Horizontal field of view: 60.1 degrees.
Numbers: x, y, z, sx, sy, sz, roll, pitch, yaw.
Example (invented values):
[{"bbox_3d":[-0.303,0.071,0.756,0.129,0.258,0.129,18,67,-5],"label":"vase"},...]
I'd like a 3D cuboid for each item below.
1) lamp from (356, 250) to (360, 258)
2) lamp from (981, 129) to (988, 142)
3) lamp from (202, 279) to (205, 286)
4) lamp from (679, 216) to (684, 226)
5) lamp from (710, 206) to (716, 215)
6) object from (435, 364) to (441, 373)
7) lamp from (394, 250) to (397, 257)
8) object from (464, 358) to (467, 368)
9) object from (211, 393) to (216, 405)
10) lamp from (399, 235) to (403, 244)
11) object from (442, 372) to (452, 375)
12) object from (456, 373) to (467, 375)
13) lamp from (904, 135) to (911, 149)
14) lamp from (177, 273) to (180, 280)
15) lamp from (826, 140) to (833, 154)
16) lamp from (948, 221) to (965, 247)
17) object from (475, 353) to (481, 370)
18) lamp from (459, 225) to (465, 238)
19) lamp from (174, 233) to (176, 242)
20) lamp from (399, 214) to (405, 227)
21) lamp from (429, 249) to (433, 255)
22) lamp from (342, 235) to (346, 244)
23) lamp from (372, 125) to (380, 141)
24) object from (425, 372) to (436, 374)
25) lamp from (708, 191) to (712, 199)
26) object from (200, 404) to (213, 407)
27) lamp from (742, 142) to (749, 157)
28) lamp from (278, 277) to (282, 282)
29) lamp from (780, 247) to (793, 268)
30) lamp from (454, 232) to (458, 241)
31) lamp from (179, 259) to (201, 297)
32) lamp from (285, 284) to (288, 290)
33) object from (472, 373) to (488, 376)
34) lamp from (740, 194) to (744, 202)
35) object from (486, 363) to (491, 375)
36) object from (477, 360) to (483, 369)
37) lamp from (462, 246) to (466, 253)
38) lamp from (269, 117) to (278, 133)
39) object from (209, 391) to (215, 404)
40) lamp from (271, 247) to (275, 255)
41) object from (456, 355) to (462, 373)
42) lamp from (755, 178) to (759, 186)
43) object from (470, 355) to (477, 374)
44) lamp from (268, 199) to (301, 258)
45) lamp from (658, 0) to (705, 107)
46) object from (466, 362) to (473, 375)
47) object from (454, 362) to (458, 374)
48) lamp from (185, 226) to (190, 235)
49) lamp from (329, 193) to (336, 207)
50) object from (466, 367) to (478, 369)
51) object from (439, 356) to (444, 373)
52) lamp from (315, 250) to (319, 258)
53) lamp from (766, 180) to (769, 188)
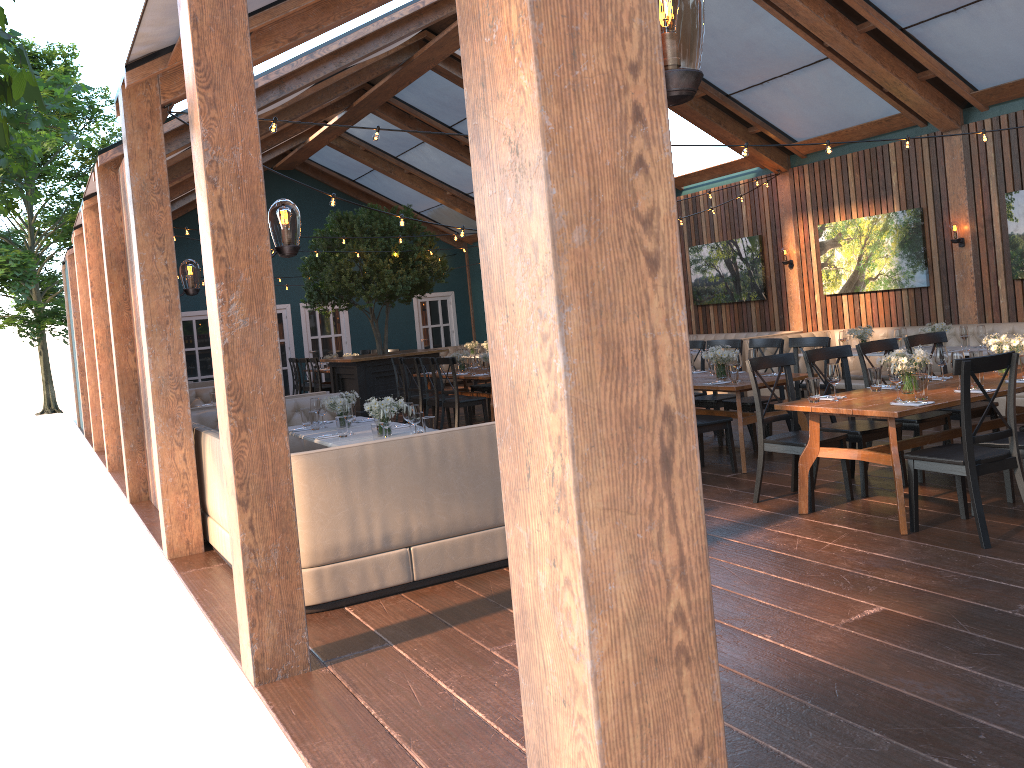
[{"bbox_3d":[-2.452,-2.071,14.091,0.056,0.121,0.056,-4,2,42],"label":"lamp"},{"bbox_3d":[4.177,-2.196,7.821,0.056,0.121,0.056,-5,1,5],"label":"lamp"},{"bbox_3d":[-5.796,-1.902,16.598,0.056,0.119,0.059,-6,2,-24],"label":"lamp"},{"bbox_3d":[2.163,-2.084,11.312,0.056,0.120,0.056,-5,1,-1],"label":"lamp"},{"bbox_3d":[2.686,-2.317,11.830,0.071,0.116,0.056,-6,1,-6],"label":"lamp"},{"bbox_3d":[-1.080,-0.237,12.941,0.092,0.158,0.092,-6,2,-12],"label":"object"},{"bbox_3d":[-1.926,-2.162,14.643,0.056,0.121,0.056,-5,1,-3],"label":"lamp"},{"bbox_3d":[-0.719,-0.313,13.475,0.092,0.158,0.092,-5,2,-2],"label":"object"},{"bbox_3d":[-3.827,0.198,11.409,0.092,0.158,0.091,-7,2,-42],"label":"object"},{"bbox_3d":[-1.521,-1.976,12.075,0.056,0.121,0.056,-5,1,12],"label":"lamp"},{"bbox_3d":[-0.903,-0.154,12.560,0.256,0.019,0.157,-8,5,-28],"label":"object"},{"bbox_3d":[-0.670,-0.140,12.105,0.256,0.019,0.157,-8,5,-28],"label":"object"},{"bbox_3d":[3.432,-2.097,7.684,0.059,0.119,0.057,-4,2,41],"label":"lamp"},{"bbox_3d":[-6.566,-2.114,17.395,0.056,0.120,0.056,-6,1,-13],"label":"lamp"},{"bbox_3d":[2.695,-2.013,7.525,0.056,0.121,0.056,-5,2,30],"label":"lamp"},{"bbox_3d":[5.353,-1.804,10.661,0.178,0.320,0.146,-6,2,-28],"label":"lamp"},{"bbox_3d":[-0.495,-0.326,12.845,0.092,0.244,0.092,-6,1,-31],"label":"object"},{"bbox_3d":[-0.487,-1.483,8.608,0.056,0.120,0.056,-5,1,22],"label":"lamp"},{"bbox_3d":[-4.533,-1.967,11.869,0.056,0.118,0.065,-5,2,20],"label":"lamp"},{"bbox_3d":[-1.003,-1.489,8.049,0.056,0.120,0.056,-6,2,-31],"label":"lamp"},{"bbox_3d":[-1.385,-2.267,15.172,0.060,0.119,0.056,-7,2,-43],"label":"lamp"},{"bbox_3d":[-2.266,-1.938,11.907,0.056,0.121,0.056,-6,1,-19],"label":"lamp"},{"bbox_3d":[-1.037,-1.910,6.748,0.056,0.114,0.075,-6,2,-30],"label":"lamp"},{"bbox_3d":[-1.207,-0.166,13.082,0.256,0.019,0.157,-8,5,-28],"label":"object"},{"bbox_3d":[2.896,-2.762,12.921,0.056,0.120,0.056,-5,1,14],"label":"lamp"},{"bbox_3d":[-3.941,0.269,11.536,0.256,0.019,0.157,-8,5,-28],"label":"object"},{"bbox_3d":[1.942,-1.952,7.371,0.057,0.120,0.056,-6,2,-34],"label":"lamp"},{"bbox_3d":[-5.005,-2.259,19.074,0.067,0.117,0.056,-5,1,16],"label":"lamp"},{"bbox_3d":[4.050,-1.871,13.062,0.178,0.320,0.146,-6,2,-28],"label":"lamp"},{"bbox_3d":[-0.781,-2.035,12.224,0.056,0.121,0.056,-4,2,37],"label":"lamp"},{"bbox_3d":[-2.357,-0.752,6.448,0.178,0.320,0.146,-6,2,-28],"label":"lamp"},{"bbox_3d":[-4.319,-1.856,16.964,0.056,0.119,0.060,-5,1,8],"label":"lamp"},{"bbox_3d":[-0.394,-0.125,11.593,0.256,0.019,0.157,-8,5,-28],"label":"object"},{"bbox_3d":[3.202,-2.590,12.337,0.060,0.119,0.056,-5,1,-6],"label":"lamp"},{"bbox_3d":[-0.281,-0.195,11.448,0.092,0.158,0.092,-5,2,8],"label":"object"},{"bbox_3d":[-0.464,-0.299,12.945,0.092,0.158,0.092,-5,2,-2],"label":"object"},{"bbox_3d":[-0.848,-2.390,15.706,0.060,0.119,0.056,-5,1,-5],"label":"lamp"},{"bbox_3d":[-1.774,-1.924,6.574,0.064,0.118,0.057,-4,2,35],"label":"lamp"},{"bbox_3d":[-3.975,0.183,11.781,0.092,0.158,0.091,-7,2,-42],"label":"object"},{"bbox_3d":[-3.508,-1.944,12.991,0.056,0.120,0.056,-5,1,28],"label":"lamp"},{"bbox_3d":[-0.752,-0.279,12.538,0.092,0.244,0.092,-6,1,-31],"label":"object"},{"bbox_3d":[3.613,-2.975,13.036,0.056,0.121,0.056,-6,1,-7],"label":"lamp"},{"bbox_3d":[-0.526,-0.265,12.090,0.092,0.244,0.092,-6,1,-25],"label":"object"},{"bbox_3d":[-1.046,-0.685,4.032,0.178,0.320,0.146,-6,2,-28],"label":"lamp"},{"bbox_3d":[0.270,-0.617,1.607,0.178,0.320,0.146,-6,2,-28],"label":"lamp"},{"bbox_3d":[-0.572,-0.207,11.955,0.092,0.158,0.092,-5,2,-2],"label":"object"},{"bbox_3d":[-0.797,-0.223,12.424,0.092,0.158,0.092,-6,2,-22],"label":"object"},{"bbox_3d":[-4.210,-1.985,11.464,0.056,0.121,0.056,-6,1,-26],"label":"lamp"},{"bbox_3d":[-1.522,-1.561,7.500,0.056,0.119,0.059,-5,1,3],"label":"lamp"},{"bbox_3d":[-0.610,-0.243,13.340,0.256,0.019,0.157,-8,5,-28],"label":"object"},{"bbox_3d":[-1.027,-0.295,13.063,0.092,0.244,0.092,-5,1,20],"label":"object"},{"bbox_3d":[-2.988,-1.995,13.549,0.056,0.120,0.056,-7,2,-41],"label":"lamp"},{"bbox_3d":[3.703,-2.902,12.836,0.056,0.119,0.063,-4,2,45],"label":"lamp"}]
